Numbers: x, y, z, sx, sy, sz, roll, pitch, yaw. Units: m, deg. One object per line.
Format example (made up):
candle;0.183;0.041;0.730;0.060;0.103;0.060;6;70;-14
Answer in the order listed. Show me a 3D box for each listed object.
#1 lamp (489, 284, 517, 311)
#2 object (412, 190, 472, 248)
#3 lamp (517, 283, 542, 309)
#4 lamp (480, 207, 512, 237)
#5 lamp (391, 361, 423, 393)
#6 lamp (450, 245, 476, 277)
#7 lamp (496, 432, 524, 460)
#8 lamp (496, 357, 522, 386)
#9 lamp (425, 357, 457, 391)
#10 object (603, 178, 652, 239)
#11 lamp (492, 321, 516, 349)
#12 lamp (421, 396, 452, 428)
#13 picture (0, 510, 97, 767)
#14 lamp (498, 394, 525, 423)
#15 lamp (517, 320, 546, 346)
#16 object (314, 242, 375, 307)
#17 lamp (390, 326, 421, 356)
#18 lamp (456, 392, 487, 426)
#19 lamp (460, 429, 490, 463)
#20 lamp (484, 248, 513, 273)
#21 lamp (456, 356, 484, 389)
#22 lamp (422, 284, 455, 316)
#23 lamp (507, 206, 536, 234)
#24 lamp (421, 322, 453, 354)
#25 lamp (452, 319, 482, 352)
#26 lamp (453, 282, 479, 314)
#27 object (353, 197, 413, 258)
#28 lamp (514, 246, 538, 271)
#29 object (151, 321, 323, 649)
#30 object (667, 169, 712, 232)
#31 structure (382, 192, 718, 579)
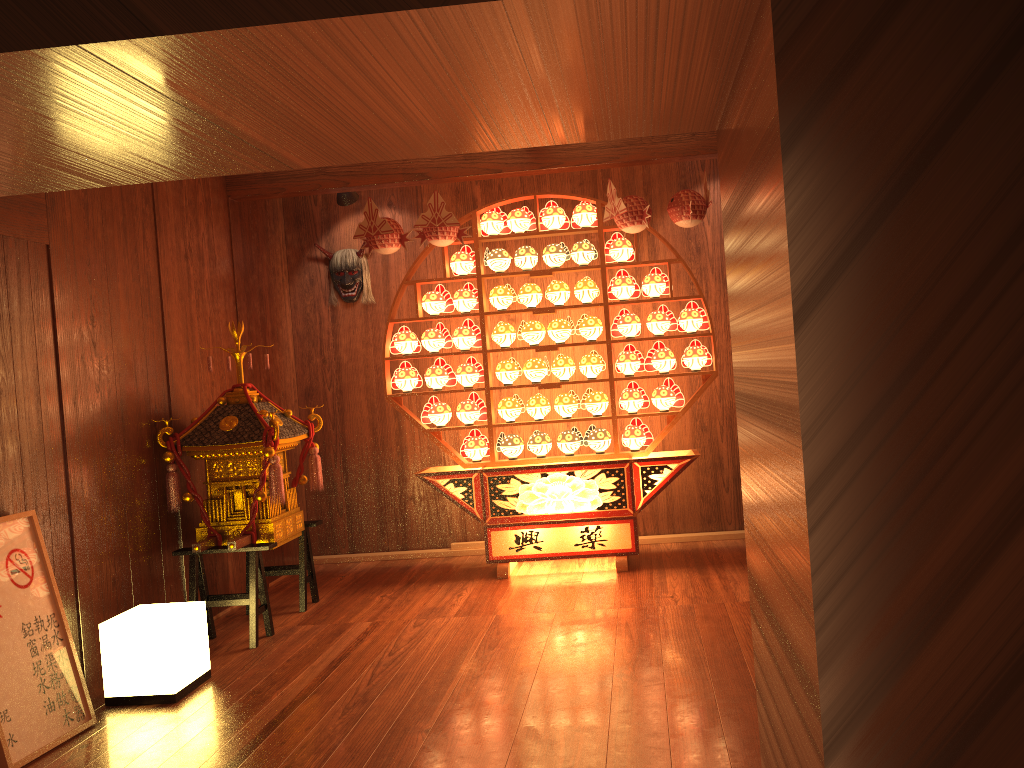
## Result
lamp;-0.069;-0.512;5.221;0.135;0.167;0.162;-4;1;36
object;-0.405;-0.921;4.994;0.346;0.306;0.216;-4;1;5
lamp;0.111;-0.522;5.205;0.141;0.161;0.154;-4;1;-13
lamp;-0.121;-0.966;5.212;0.197;0.200;0.160;-4;1;16
lamp;-0.630;-0.043;5.268;0.191;0.195;0.155;-4;1;-9
lamp;-0.302;-0.732;5.230;0.196;0.200;0.160;-4;1;21
lamp;0.007;0.365;5.235;0.152;0.167;0.144;-4;1;36
lamp;-0.032;-0.073;5.225;0.135;0.167;0.161;-4;1;27
lamp;-0.453;-0.058;5.254;0.197;0.200;0.160;-4;1;16
object;0.659;-0.986;4.912;0.245;0.314;0.357;-4;1;-16
lamp;-0.044;-0.293;5.218;0.141;0.167;0.154;-4;1;-13
lamp;-0.426;0.164;5.263;0.192;0.194;0.152;-5;1;-34
picture;-1.671;0.847;2.996;0.212;0.787;0.406;-4;1;12
lamp;-0.020;0.147;5.230;0.135;0.167;0.162;-4;1;36
lamp;0.134;-0.303;5.213;0.152;0.161;0.144;-4;1;36
object;-1.085;-0.706;5.814;0.361;0.453;0.138;-4;1;5
lamp;-0.630;-0.260;5.264;0.192;0.187;0.154;-4;1;-14
lamp;-0.267;0.149;5.244;0.194;0.200;0.162;-4;1;31
lamp;-0.215;0.366;5.249;0.196;0.197;0.156;-4;1;-4
lamp;-0.069;-0.733;5.226;0.153;0.167;0.142;-4;1;21
lamp;-0.269;-0.068;5.241;0.178;0.192;0.160;-4;1;21
lamp;-0.471;-0.499;5.250;0.194;0.200;0.162;-4;1;31
lamp;0.032;-0.967;5.206;0.164;0.179;0.162;-4;1;37
lamp;-0.476;-0.273;5.255;0.175;0.191;0.162;-4;1;36
lamp;-0.288;-0.291;5.238;0.196;0.200;0.160;-4;1;21
lamp;-0.286;-0.510;5.234;0.185;0.195;0.160;-4;1;21
object;-0.727;-0.887;5.012;0.354;0.311;0.245;-4;1;31
lamp;0.084;-0.741;5.202;0.140;0.161;0.156;-4;1;-3
object;-1.314;0.443;4.393;0.603;1.514;0.814;-4;1;7
object;0.967;-1.021;4.890;0.227;0.318;0.367;-4;1;2
structure;0.222;-0.020;5.209;1.950;2.195;0.492;-4;1;4
